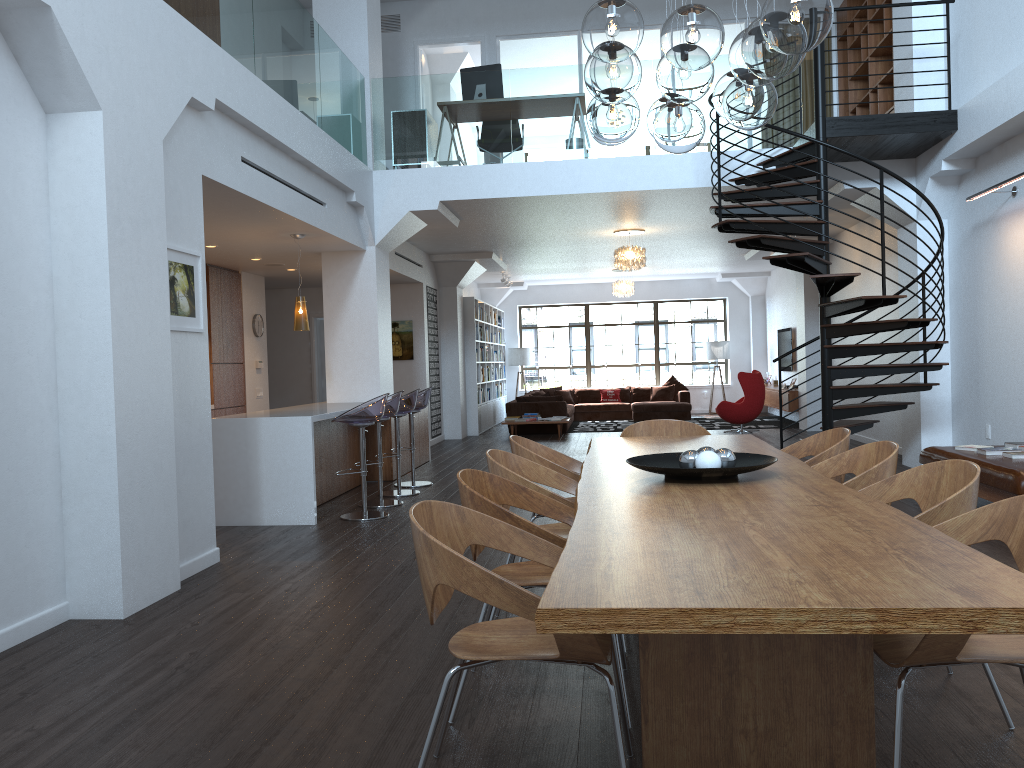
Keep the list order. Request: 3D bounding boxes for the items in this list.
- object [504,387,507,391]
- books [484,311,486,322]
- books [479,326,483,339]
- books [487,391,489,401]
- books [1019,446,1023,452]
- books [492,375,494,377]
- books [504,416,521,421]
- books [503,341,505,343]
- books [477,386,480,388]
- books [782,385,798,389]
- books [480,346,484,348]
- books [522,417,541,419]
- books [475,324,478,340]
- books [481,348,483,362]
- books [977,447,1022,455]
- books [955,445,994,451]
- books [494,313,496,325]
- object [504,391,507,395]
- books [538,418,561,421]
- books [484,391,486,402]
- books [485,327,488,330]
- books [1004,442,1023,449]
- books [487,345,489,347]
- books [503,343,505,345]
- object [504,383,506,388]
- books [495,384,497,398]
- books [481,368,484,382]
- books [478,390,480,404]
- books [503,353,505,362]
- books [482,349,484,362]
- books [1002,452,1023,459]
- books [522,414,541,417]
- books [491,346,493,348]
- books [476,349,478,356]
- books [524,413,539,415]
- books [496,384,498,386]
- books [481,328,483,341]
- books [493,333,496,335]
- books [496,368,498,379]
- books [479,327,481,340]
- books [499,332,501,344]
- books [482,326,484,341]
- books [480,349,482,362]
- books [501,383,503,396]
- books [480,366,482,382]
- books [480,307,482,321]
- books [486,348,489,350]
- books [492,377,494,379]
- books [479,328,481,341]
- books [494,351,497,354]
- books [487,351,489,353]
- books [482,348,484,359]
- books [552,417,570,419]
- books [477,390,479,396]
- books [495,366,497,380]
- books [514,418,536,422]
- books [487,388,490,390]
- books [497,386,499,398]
[{"bbox_3d":[-0.300,0.129,19.660,0.331,0.088,0.410,-2,1,6],"label":"object"},{"bbox_3d":[-0.582,-1.289,17.036,0.140,0.231,0.042,-2,1,6],"label":"books"},{"bbox_3d":[-0.646,-0.931,16.531,0.198,0.284,0.049,-2,1,6],"label":"books"},{"bbox_3d":[-0.518,0.234,17.144,0.128,0.178,0.021,-2,1,6],"label":"books"},{"bbox_3d":[3.907,0.480,6.500,0.283,0.043,0.197,-2,1,6],"label":"books"},{"bbox_3d":[-0.508,-0.163,17.757,0.259,0.040,0.180,-2,1,6],"label":"books"},{"bbox_3d":[0.014,0.590,15.170,0.241,0.045,0.334,-2,1,8],"label":"books"},{"bbox_3d":[-0.319,-0.920,19.637,0.284,0.033,0.197,-1,1,21],"label":"books"},{"bbox_3d":[-0.686,0.050,15.654,0.223,0.027,0.161,-1,1,16],"label":"books"},{"bbox_3d":[5.081,0.052,16.206,0.250,0.053,0.400,-2,1,6],"label":"books"},{"bbox_3d":[-0.612,-0.557,16.564,0.176,0.294,0.102,-2,1,6],"label":"books"},{"bbox_3d":[0.336,0.583,15.195,0.312,0.037,0.216,-2,1,-4],"label":"books"},{"bbox_3d":[-0.690,-0.916,15.794,0.176,0.290,0.053,-2,1,6],"label":"books"},{"bbox_3d":[-0.631,-0.533,16.328,0.182,0.253,0.034,-2,1,6],"label":"books"},{"bbox_3d":[3.568,0.492,6.496,0.247,0.040,0.185,-2,1,9],"label":"books"},{"bbox_3d":[3.553,0.492,6.819,0.161,0.031,0.223,-2,1,-16],"label":"books"},{"bbox_3d":[-0.436,-1.335,18.424,0.183,0.253,0.034,-2,1,6],"label":"books"},{"bbox_3d":[-0.298,0.217,19.662,0.331,0.088,0.410,-2,1,6],"label":"object"},{"bbox_3d":[0.621,0.584,14.750,0.231,0.040,0.342,-3,2,-44],"label":"books"},{"bbox_3d":[-0.583,0.235,16.565,0.161,0.207,0.135,-2,1,6],"label":"books"},{"bbox_3d":[-0.552,-0.953,17.246,0.176,0.290,0.053,-2,1,6],"label":"books"},{"bbox_3d":[3.960,0.473,6.815,0.254,0.044,0.183,-2,1,1],"label":"books"},{"bbox_3d":[-0.547,-0.740,17.289,0.129,0.043,0.185,-1,1,21],"label":"books"},{"bbox_3d":[-0.318,-0.886,19.637,0.284,0.035,0.197,-1,2,36],"label":"books"},{"bbox_3d":[-0.311,0.042,19.659,0.316,0.088,0.410,-2,1,6],"label":"object"},{"bbox_3d":[-0.408,0.151,18.241,0.176,0.290,0.053,-2,1,6],"label":"books"},{"bbox_3d":[-0.617,-0.163,16.438,0.183,0.253,0.034,-2,1,6],"label":"books"},{"bbox_3d":[-0.674,0.231,15.825,0.180,0.251,0.048,-2,1,6],"label":"books"},{"bbox_3d":[-0.262,-0.600,19.754,0.182,0.215,0.188,-2,1,6],"label":"books"},{"bbox_3d":[-0.619,-0.529,16.428,0.174,0.239,0.045,-2,1,6],"label":"books"},{"bbox_3d":[3.597,0.499,6.226,0.224,0.032,0.161,-2,1,6],"label":"books"},{"bbox_3d":[0.331,0.548,15.199,0.279,0.035,0.191,-1,1,16],"label":"books"},{"bbox_3d":[-0.512,-0.734,17.625,0.224,0.030,0.161,-1,1,16],"label":"books"},{"bbox_3d":[-0.681,-0.509,15.810,0.140,0.231,0.042,-2,1,6],"label":"books"},{"bbox_3d":[0.334,0.516,15.196,0.224,0.027,0.157,-2,1,11],"label":"books"},{"bbox_3d":[-0.381,0.144,18.513,0.176,0.290,0.036,-2,1,6],"label":"books"},{"bbox_3d":[-0.639,-0.906,16.416,0.174,0.240,0.054,-2,1,6],"label":"books"},{"bbox_3d":[-0.410,-0.956,18.543,0.140,0.231,0.042,-2,1,6],"label":"books"},{"bbox_3d":[-0.396,-0.208,18.424,0.174,0.242,0.105,-2,1,6],"label":"books"},{"bbox_3d":[-0.661,-0.910,16.305,0.183,0.253,0.042,-2,1,6],"label":"books"},{"bbox_3d":[-0.342,-0.981,19.096,0.183,0.253,0.034,-2,1,6],"label":"books"},{"bbox_3d":[-0.624,-0.935,16.581,0.176,0.291,0.053,-2,1,6],"label":"books"},{"bbox_3d":[-0.647,-0.520,16.260,0.167,0.230,0.037,-2,1,6],"label":"books"},{"bbox_3d":[-0.291,0.121,19.400,0.176,0.290,0.053,-2,1,6],"label":"books"},{"bbox_3d":[-0.643,-0.177,16.231,0.176,0.290,0.053,-2,1,6],"label":"books"},{"bbox_3d":[-0.650,-1.280,16.307,0.182,0.253,0.098,-2,1,6],"label":"books"},{"bbox_3d":[-0.572,-0.680,17.305,0.223,0.027,0.161,-2,1,-4],"label":"books"},{"bbox_3d":[-0.505,-0.124,17.733,0.251,0.037,0.160,-2,1,11],"label":"books"},{"bbox_3d":[-0.665,-0.904,16.232,0.171,0.246,0.039,-2,1,6],"label":"books"},{"bbox_3d":[-0.380,-0.580,18.602,0.140,0.231,0.042,-2,1,6],"label":"books"},{"bbox_3d":[-0.552,-0.615,17.275,0.183,0.042,0.253,-2,1,6],"label":"books"},{"bbox_3d":[-0.622,-0.536,16.468,0.182,0.253,0.034,-2,1,6],"label":"books"},{"bbox_3d":[0.812,0.571,15.076,0.256,0.035,0.350,-1,1,31],"label":"books"},{"bbox_3d":[-0.683,0.233,15.743,0.183,0.253,0.042,-2,1,6],"label":"books"},{"bbox_3d":[-0.423,-0.227,18.275,0.197,0.290,0.136,-2,1,6],"label":"books"},{"bbox_3d":[0.223,0.597,14.803,0.236,0.035,0.340,-1,1,31],"label":"books"},{"bbox_3d":[-0.499,0.201,17.399,0.140,0.231,0.042,-2,1,6],"label":"books"},{"bbox_3d":[-0.375,0.163,18.478,0.183,0.253,0.034,-2,1,6],"label":"books"}]
